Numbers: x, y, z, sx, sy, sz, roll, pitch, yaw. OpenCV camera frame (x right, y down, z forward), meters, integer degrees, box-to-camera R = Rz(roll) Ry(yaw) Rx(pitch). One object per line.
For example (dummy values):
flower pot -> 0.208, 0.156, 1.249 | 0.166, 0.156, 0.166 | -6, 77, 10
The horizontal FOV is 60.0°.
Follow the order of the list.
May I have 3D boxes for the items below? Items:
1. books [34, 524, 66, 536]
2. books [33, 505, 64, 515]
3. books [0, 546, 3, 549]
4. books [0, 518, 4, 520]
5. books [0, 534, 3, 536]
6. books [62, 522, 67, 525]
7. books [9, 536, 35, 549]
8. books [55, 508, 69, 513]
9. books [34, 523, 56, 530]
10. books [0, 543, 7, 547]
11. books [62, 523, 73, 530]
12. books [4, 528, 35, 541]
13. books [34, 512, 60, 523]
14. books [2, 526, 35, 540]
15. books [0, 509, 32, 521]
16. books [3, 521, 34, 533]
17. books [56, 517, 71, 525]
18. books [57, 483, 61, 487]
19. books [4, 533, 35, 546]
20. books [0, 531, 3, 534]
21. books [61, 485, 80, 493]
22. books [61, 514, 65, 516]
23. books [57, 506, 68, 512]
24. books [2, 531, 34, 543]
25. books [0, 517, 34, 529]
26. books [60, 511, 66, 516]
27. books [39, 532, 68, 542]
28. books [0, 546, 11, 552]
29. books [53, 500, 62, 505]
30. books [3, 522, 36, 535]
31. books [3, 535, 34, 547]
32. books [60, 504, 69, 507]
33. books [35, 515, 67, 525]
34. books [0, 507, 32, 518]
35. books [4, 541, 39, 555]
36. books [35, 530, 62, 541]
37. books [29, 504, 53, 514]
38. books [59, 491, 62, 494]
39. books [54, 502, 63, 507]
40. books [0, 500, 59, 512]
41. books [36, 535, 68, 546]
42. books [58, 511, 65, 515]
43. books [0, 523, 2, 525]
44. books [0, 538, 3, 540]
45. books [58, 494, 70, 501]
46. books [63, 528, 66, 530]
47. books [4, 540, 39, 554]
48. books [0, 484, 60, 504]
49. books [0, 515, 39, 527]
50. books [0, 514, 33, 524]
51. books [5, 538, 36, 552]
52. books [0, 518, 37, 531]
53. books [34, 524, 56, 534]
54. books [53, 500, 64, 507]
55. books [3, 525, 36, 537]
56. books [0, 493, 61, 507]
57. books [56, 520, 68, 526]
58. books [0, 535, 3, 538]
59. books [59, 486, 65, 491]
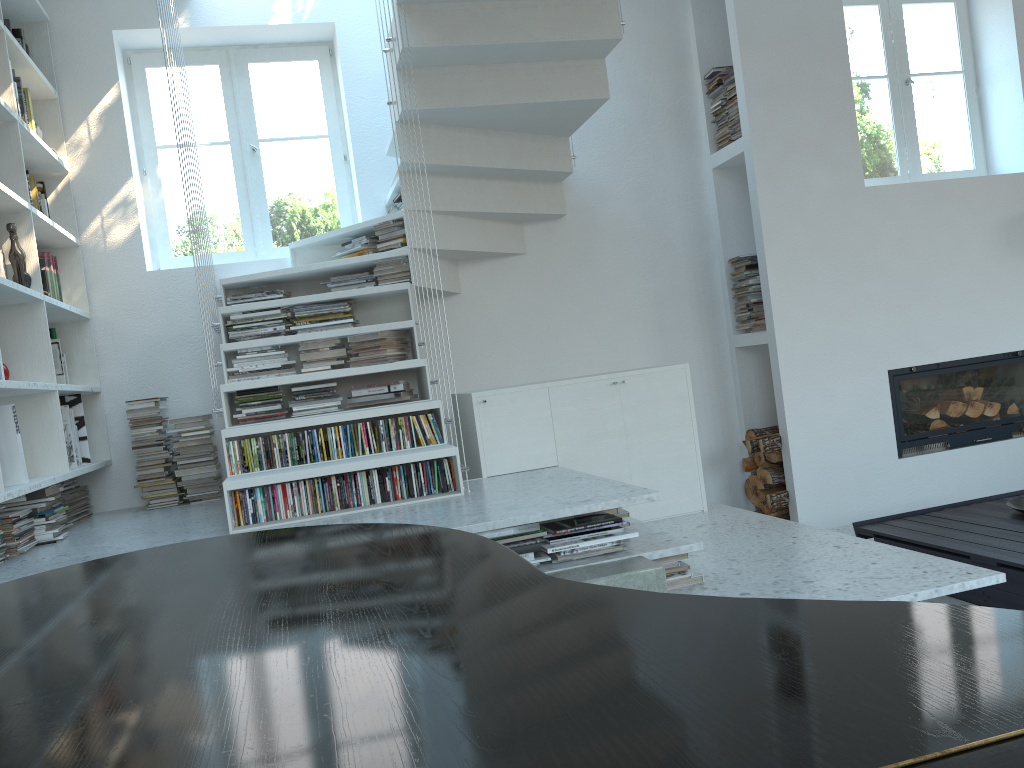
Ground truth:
books -> -1.934, 0.595, 3.507 | 0.281, 0.008, 0.168 | -8, 1, -18
books -> -1.945, 0.518, 3.512 | 0.282, 0.010, 0.169 | -8, 1, -15
books -> -1.850, 0.585, 3.016 | 0.160, 0.007, 0.254 | -8, 1, -18
books -> -1.863, 0.486, 3.013 | 0.161, 0.006, 0.254 | -8, 1, -10
books -> -1.861, 0.545, 3.012 | 0.161, 0.007, 0.254 | -8, 1, -13
books -> -2.022, 0.624, 3.756 | 0.201, 0.009, 0.359 | -8, 1, -19
books -> -1.945, 0.609, 3.373 | 0.207, 0.008, 0.328 | -8, 1, -14
books -> -2.034, 0.563, 3.755 | 0.199, 0.009, 0.315 | -8, 1, -10
books -> -1.940, 0.573, 3.520 | 0.209, 0.013, 0.149 | -8, 1, -11
books -> -1.855, 0.578, 3.014 | 0.159, 0.007, 0.285 | -8, 1, -12
books -> -2.021, 0.634, 3.756 | 0.202, 0.009, 0.320 | -8, 1, -9
books -> -1.943, 0.578, 3.374 | 0.207, 0.008, 0.328 | -8, 1, -16
books -> -1.943, 0.545, 3.517 | 0.235, 0.014, 0.165 | -8, 1, -14
books -> -1.947, 0.572, 3.372 | 0.205, 0.007, 0.368 | -8, 1, -13
books -> -1.944, 0.501, 3.373 | 0.205, 0.007, 0.368 | -8, 1, -19
books -> -1.944, 0.548, 3.373 | 0.207, 0.008, 0.328 | -8, 1, -17
books -> -2.030, 0.607, 3.754 | 0.201, 0.009, 0.359 | -8, 1, -11
books -> -2.060, 0.457, 3.751 | 0.198, 0.017, 0.354 | -8, 1, -14
books -> -1.938, 0.593, 3.375 | 0.205, 0.007, 0.368 | -8, 1, -17
books -> -1.863, 0.538, 3.012 | 0.159, 0.007, 0.285 | -8, 1, -13
books -> -2.140, 0.501, 4.140 | 0.161, 0.009, 0.254 | -8, 1, -11
books -> -2.035, 0.590, 3.753 | 0.202, 0.009, 0.320 | -8, 1, -16
books -> -2.038, 0.555, 3.754 | 0.198, 0.009, 0.354 | -8, 1, -11
books -> -1.942, 0.586, 3.374 | 0.207, 0.008, 0.328 | -8, 1, -12
books -> -1.952, 0.534, 3.371 | 0.205, 0.007, 0.368 | -8, 1, -15
books -> -2.039, 0.581, 3.752 | 0.201, 0.009, 0.359 | -8, 1, -15
books -> -1.933, 0.628, 3.526 | 0.291, 0.008, 0.131 | -8, 1, -18
books -> -1.846, 0.591, 3.016 | 0.159, 0.007, 0.285 | -8, 1, -9
books -> -2.045, 0.521, 3.752 | 0.198, 0.009, 0.354 | -8, 1, -16
books -> -1.943, 0.556, 3.373 | 0.205, 0.007, 0.368 | -8, 1, -11
books -> -1.943, 0.601, 3.374 | 0.207, 0.008, 0.328 | -8, 1, -15
books -> -2.034, 0.545, 3.755 | 0.199, 0.009, 0.315 | -8, 1, -9
books -> -1.941, 0.556, 3.513 | 0.292, 0.008, 0.158 | -8, 1, -11
books -> -1.954, 0.495, 3.371 | 0.205, 0.007, 0.368 | -8, 1, -12
books -> -1.931, 0.630, 3.377 | 0.207, 0.008, 0.328 | -8, 1, -18
books -> -1.934, 0.612, 3.519 | 0.243, 0.025, 0.160 | -8, 1, -15
books -> -1.946, 0.504, 3.504 | 0.196, 0.019, 0.173 | -8, 1, -9
books -> -2.044, 0.490, 3.755 | 0.199, 0.018, 0.315 | -8, 1, -18
books -> -2.040, 0.537, 3.754 | 0.199, 0.009, 0.315 | -8, 1, -17
books -> -1.949, 0.487, 3.509 | 0.243, 0.015, 0.165 | -8, 1, -11
books -> -1.930, 0.638, 3.515 | 0.278, 0.012, 0.159 | -8, 1, -11
books -> -2.035, 0.572, 3.755 | 0.198, 0.009, 0.354 | -8, 1, -17
books -> -1.866, 0.508, 3.008 | 0.159, 0.005, 0.285 | -8, 1, -13
books -> -1.860, 0.558, 3.013 | 0.161, 0.007, 0.254 | -8, 1, -13
books -> -2.039, 0.507, 3.756 | 0.198, 0.017, 0.354 | -8, 1, -9
books -> -2.030, 0.644, 3.754 | 0.202, 0.009, 0.320 | -8, 1, -15
books -> -1.935, 0.623, 3.376 | 0.207, 0.008, 0.327 | -8, 1, -11
books -> -1.952, 0.441, 3.493 | 0.266, 0.036, 0.204 | -8, 1, -13
books -> -1.942, 0.525, 3.374 | 0.207, 0.008, 0.327 | -8, 1, -9
books -> -1.951, 0.518, 3.371 | 0.207, 0.008, 0.328 | -8, 1, -12
books -> -1.941, 0.617, 3.374 | 0.205, 0.007, 0.368 | -8, 1, -13
books -> -1.948, 0.541, 3.372 | 0.207, 0.008, 0.328 | -8, 1, -12
books -> -1.935, 0.585, 3.507 | 0.205, 0.012, 0.183 | -8, 1, -15
books -> -2.041, 0.529, 3.753 | 0.198, 0.009, 0.354 | -8, 1, -17
books -> -1.948, 0.564, 3.372 | 0.207, 0.008, 0.328 | -8, 1, -13
books -> -1.951, 0.469, 3.508 | 0.285, 0.012, 0.159 | -8, 1, -18
books -> -2.034, 0.617, 3.753 | 0.201, 0.009, 0.359 | -8, 1, -13
books -> -1.852, 0.550, 3.015 | 0.159, 0.007, 0.285 | -8, 1, -19
books -> -2.052, 0.474, 3.753 | 0.198, 0.017, 0.354 | -8, 1, -12
